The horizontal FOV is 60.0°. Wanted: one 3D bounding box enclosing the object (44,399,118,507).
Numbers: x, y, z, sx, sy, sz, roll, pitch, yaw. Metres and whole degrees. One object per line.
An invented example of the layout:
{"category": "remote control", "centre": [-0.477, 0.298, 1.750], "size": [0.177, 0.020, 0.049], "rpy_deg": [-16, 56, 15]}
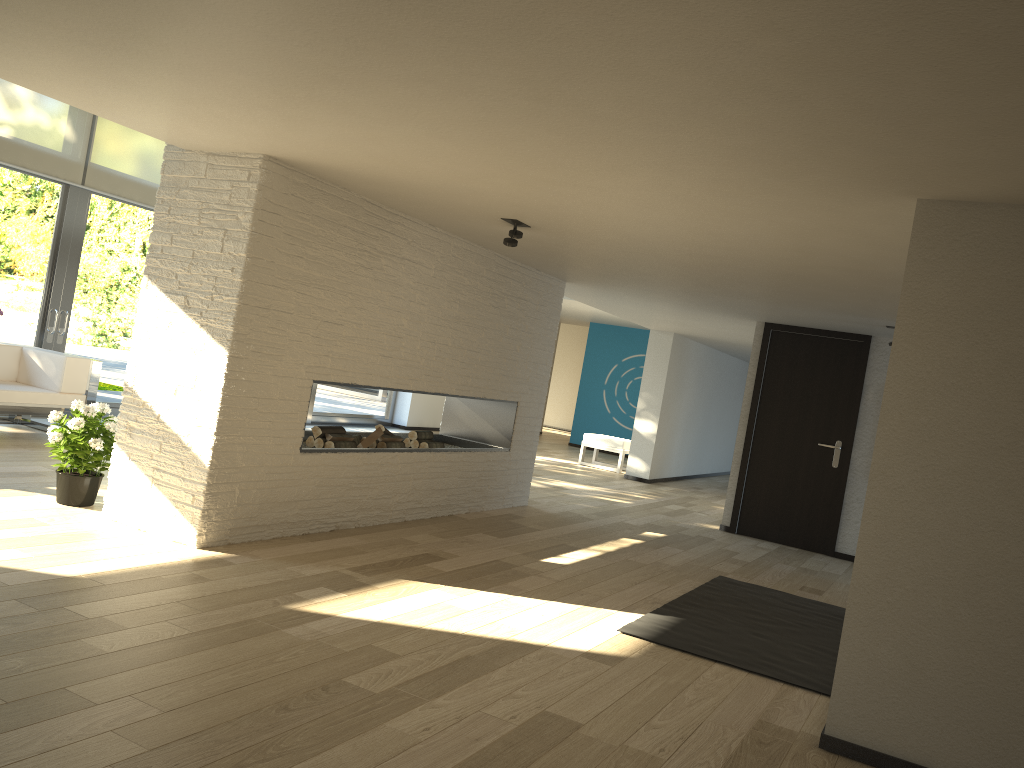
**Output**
{"category": "object", "centre": [-2.327, 0.377, 4.844], "size": [0.430, 0.571, 0.405], "rpy_deg": [10, 0, -41]}

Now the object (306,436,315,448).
{"category": "object", "centre": [-1.229, 0.374, 5.754], "size": [0.075, 0.074, 0.245], "rpy_deg": [10, 1, 26]}

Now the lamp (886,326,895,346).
{"category": "lamp", "centre": [2.998, -0.355, 6.830], "size": [0.234, 0.153, 0.135], "rpy_deg": [10, 1, 27]}

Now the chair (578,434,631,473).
{"category": "chair", "centre": [1.356, 0.965, 12.416], "size": [0.612, 0.442, 0.609], "rpy_deg": [10, 1, 27]}

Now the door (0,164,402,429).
{"category": "door", "centre": [-2.474, -0.461, 9.158], "size": [19.457, 2.373, 22.929], "rpy_deg": [10, 1, 27]}

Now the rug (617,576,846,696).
{"category": "rug", "centre": [1.366, 1.290, 4.800], "size": [0.980, 0.011, 1.997], "rpy_deg": [10, 1, 27]}

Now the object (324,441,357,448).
{"category": "object", "centre": [-1.097, 0.398, 5.682], "size": [0.082, 0.073, 0.237], "rpy_deg": [10, 1, 26]}

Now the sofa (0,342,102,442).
{"category": "sofa", "centre": [-3.897, 0.043, 5.964], "size": [1.547, 0.654, 2.402], "rpy_deg": [10, 1, 27]}

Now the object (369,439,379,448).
{"category": "object", "centre": [-0.915, 0.422, 6.216], "size": [0.076, 0.076, 0.236], "rpy_deg": [10, 1, 26]}

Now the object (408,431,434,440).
{"category": "object", "centre": [-0.688, 0.389, 6.719], "size": [0.082, 0.073, 0.237], "rpy_deg": [10, 1, 26]}

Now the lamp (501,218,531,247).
{"category": "lamp", "centre": [0.006, -0.848, 5.064], "size": [0.135, 0.153, 0.234], "rpy_deg": [10, 1, 27]}

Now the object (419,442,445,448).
{"category": "object", "centre": [-0.600, 0.470, 6.667], "size": [0.082, 0.073, 0.237], "rpy_deg": [10, 1, 26]}

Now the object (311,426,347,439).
{"category": "object", "centre": [-1.186, 0.315, 5.738], "size": [0.093, 0.088, 0.260], "rpy_deg": [10, 1, 26]}

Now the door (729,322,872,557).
{"category": "door", "centre": [2.563, 0.469, 7.915], "size": [0.921, 1.947, 0.108], "rpy_deg": [10, 0, 27]}

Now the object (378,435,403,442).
{"category": "object", "centre": [-0.856, 0.390, 6.227], "size": [0.064, 0.060, 0.229], "rpy_deg": [10, 1, 28]}

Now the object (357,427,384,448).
{"category": "object", "centre": [-0.970, 0.368, 6.060], "size": [0.064, 0.165, 0.225], "rpy_deg": [10, 1, 26]}

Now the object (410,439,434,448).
{"category": "object", "centre": [-0.674, 0.457, 6.694], "size": [0.076, 0.076, 0.236], "rpy_deg": [10, 1, 26]}

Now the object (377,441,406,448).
{"category": "object", "centre": [-0.841, 0.435, 6.189], "size": [0.082, 0.073, 0.237], "rpy_deg": [10, 1, 26]}

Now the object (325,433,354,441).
{"category": "object", "centre": [-1.111, 0.353, 5.720], "size": [0.064, 0.060, 0.229], "rpy_deg": [10, 1, 28]}

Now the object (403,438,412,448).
{"category": "object", "centre": [-0.732, 0.446, 6.739], "size": [0.075, 0.074, 0.245], "rpy_deg": [10, 1, 26]}

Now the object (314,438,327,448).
{"category": "object", "centre": [-1.171, 0.385, 5.709], "size": [0.076, 0.076, 0.236], "rpy_deg": [10, 1, 26]}

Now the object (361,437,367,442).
{"category": "object", "centre": [-0.974, 0.411, 6.261], "size": [0.075, 0.074, 0.245], "rpy_deg": [10, 1, 26]}

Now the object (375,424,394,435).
{"category": "object", "centre": [-0.889, 0.376, 6.333], "size": [0.093, 0.170, 0.271], "rpy_deg": [10, 1, 26]}

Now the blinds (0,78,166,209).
{"category": "blinds", "centre": [-3.756, -2.227, 7.884], "size": [0.056, 0.984, 11.519], "rpy_deg": [10, 1, 27]}

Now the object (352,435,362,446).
{"category": "object", "centre": [-1.092, 0.393, 6.107], "size": [0.075, 0.074, 0.245], "rpy_deg": [10, 1, 6]}
